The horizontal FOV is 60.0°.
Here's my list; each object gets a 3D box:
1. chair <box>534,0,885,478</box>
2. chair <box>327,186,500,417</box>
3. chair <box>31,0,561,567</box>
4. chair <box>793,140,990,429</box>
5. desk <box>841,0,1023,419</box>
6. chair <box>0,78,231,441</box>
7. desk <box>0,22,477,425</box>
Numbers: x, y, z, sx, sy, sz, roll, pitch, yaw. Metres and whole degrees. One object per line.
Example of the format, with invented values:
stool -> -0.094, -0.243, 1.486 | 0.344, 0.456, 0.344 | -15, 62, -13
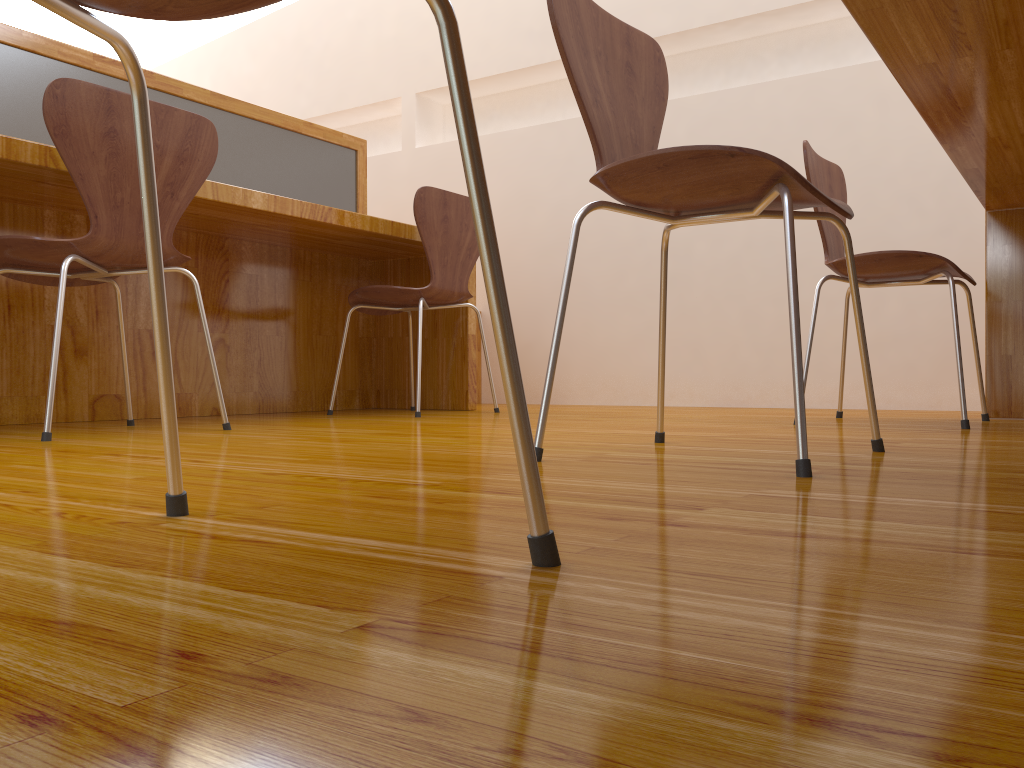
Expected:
chair -> 0.293, -0.239, 1.277 | 0.381, 0.693, 0.428 | 0, 0, 34
chair -> -0.313, -0.244, 2.861 | 0.381, 0.693, 0.428 | 0, 0, 34
chair -> -0.244, -0.232, 0.468 | 0.381, 0.693, 0.428 | 0, 0, 34
chair -> 0.943, -0.247, 2.188 | 0.381, 0.693, 0.428 | 0, 0, 34
desk -> 1.068, -0.110, 0.693 | 1.527, 0.785, 3.243 | 0, 0, 34
chair -> -0.899, -0.235, 1.907 | 0.381, 0.693, 0.428 | 0, 0, 34
desk -> -1.534, -0.407, 2.141 | 1.248, 1.022, 3.216 | 0, 0, 34
